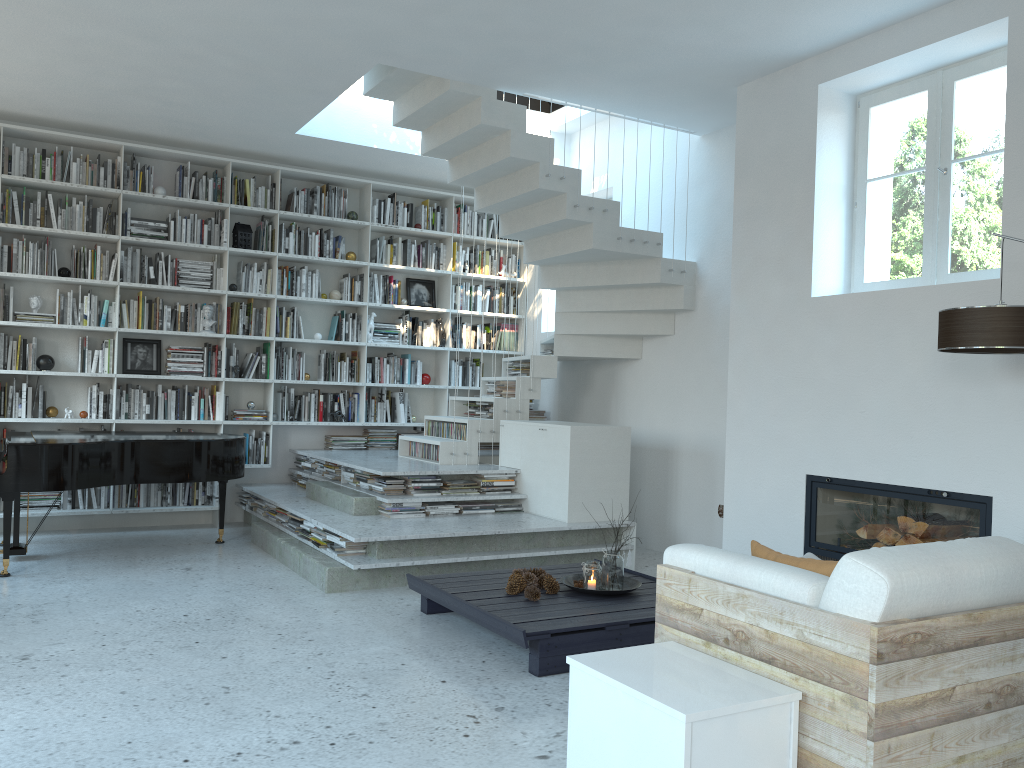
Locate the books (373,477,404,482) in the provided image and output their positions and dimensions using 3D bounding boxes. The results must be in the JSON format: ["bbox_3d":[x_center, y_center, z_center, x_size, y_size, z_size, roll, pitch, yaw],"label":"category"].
[{"bbox_3d":[-0.887,0.688,6.376,0.149,0.014,0.228,2,-1,-32],"label":"books"}]

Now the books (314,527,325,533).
[{"bbox_3d":[-1.188,0.963,5.865,0.175,0.006,0.251,2,-1,-30],"label":"books"}]

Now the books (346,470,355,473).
[{"bbox_3d":[-1.181,0.676,6.879,0.145,0.017,0.208,2,-1,-35],"label":"books"}]

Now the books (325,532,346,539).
[{"bbox_3d":[-1.045,0.950,5.596,0.176,0.010,0.266,2,-1,-34],"label":"books"}]

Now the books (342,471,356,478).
[{"bbox_3d":[-1.191,0.698,6.874,0.174,0.029,0.250,2,-1,-32],"label":"books"}]

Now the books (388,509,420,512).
[{"bbox_3d":[-0.771,0.871,6.187,0.210,0.012,0.168,2,-1,-26],"label":"books"}]

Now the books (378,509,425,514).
[{"bbox_3d":[-0.774,0.885,6.193,0.285,0.008,0.159,2,-1,-32],"label":"books"}]

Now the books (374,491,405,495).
[{"bbox_3d":[-0.884,0.779,6.380,0.144,0.009,0.249,2,-1,-30],"label":"books"}]

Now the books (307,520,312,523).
[{"bbox_3d":[-1.333,0.946,6.129,0.139,0.013,0.288,2,-1,-25],"label":"books"}]

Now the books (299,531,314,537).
[{"bbox_3d":[-1.344,1.030,6.124,0.180,0.008,0.267,2,-1,-31],"label":"books"}]

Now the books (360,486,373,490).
[{"bbox_3d":[-1.032,0.773,6.614,0.142,0.020,0.230,2,-1,-25],"label":"books"}]

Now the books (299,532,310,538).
[{"bbox_3d":[-1.341,1.046,6.126,0.171,0.005,0.297,2,-1,-31],"label":"books"}]

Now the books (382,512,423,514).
[{"bbox_3d":[-0.775,0.893,6.193,0.264,0.006,0.164,2,-1,-29],"label":"books"}]

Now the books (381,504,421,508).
[{"bbox_3d":[-0.778,0.848,6.202,0.257,0.010,0.132,2,-1,-26],"label":"books"}]

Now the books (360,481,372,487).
[{"bbox_3d":[-1.030,0.742,6.615,0.155,0.028,0.189,2,-1,-29],"label":"books"}]

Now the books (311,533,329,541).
[{"bbox_3d":[-1.198,1.005,5.860,0.191,0.015,0.246,2,-1,-29],"label":"books"}]

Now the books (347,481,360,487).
[{"bbox_3d":[-1.181,0.773,6.881,0.132,0.016,0.262,2,-1,-25],"label":"books"}]

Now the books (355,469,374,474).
[{"bbox_3d":[-1.049,0.647,6.602,0.189,0.022,0.237,2,-1,-25],"label":"books"}]

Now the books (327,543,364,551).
[{"bbox_3d":[-1.052,1.024,5.594,0.187,0.017,0.205,2,-1,-25],"label":"books"}]

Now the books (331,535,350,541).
[{"bbox_3d":[-1.040,0.963,5.600,0.165,0.015,0.243,2,-1,-26],"label":"books"}]

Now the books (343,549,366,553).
[{"bbox_3d":[-1.021,1.041,5.612,0.132,0.014,0.205,2,-1,-30],"label":"books"}]

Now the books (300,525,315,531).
[{"bbox_3d":[-1.345,0.988,6.123,0.180,0.017,0.182,2,-1,-33],"label":"books"}]

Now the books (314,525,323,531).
[{"bbox_3d":[-1.196,0.946,5.860,0.178,0.010,0.196,2,-1,-25],"label":"books"}]

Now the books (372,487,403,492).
[{"bbox_3d":[-0.892,0.753,6.375,0.152,0.015,0.208,2,-1,-33],"label":"books"}]

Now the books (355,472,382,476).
[{"bbox_3d":[-1.037,0.670,6.609,0.171,0.007,0.260,2,-1,-32],"label":"books"}]

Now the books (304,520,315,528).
[{"bbox_3d":[-1.331,0.966,6.130,0.141,0.028,0.222,2,-1,-35],"label":"books"}]

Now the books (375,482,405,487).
[{"bbox_3d":[-0.881,0.721,6.380,0.137,0.012,0.242,2,-1,-29],"label":"books"}]

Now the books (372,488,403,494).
[{"bbox_3d":[-0.897,0.767,6.372,0.161,0.014,0.212,2,-1,-26],"label":"books"}]

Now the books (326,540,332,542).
[{"bbox_3d":[-1.181,1.020,5.871,0.154,0.014,0.196,2,-1,-30],"label":"books"}]

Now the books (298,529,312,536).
[{"bbox_3d":[-1.349,1.019,6.121,0.189,0.013,0.215,2,-1,-32],"label":"books"}]

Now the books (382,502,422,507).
[{"bbox_3d":[-0.771,0.830,6.190,0.234,0.025,0.157,2,-1,-35],"label":"books"}]

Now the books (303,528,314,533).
[{"bbox_3d":[-1.343,1.000,6.124,0.171,0.007,0.260,2,-1,-27],"label":"books"}]

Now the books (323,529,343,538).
[{"bbox_3d":[-1.051,0.938,5.593,0.192,0.014,0.256,2,-1,-34],"label":"books"}]

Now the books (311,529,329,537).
[{"bbox_3d":[-1.196,0.981,5.861,0.168,0.013,0.281,2,-1,-35],"label":"books"}]

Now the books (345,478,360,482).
[{"bbox_3d":[-1.187,0.740,6.877,0.167,0.024,0.192,2,-1,-29],"label":"books"}]

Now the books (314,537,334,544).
[{"bbox_3d":[-1.189,1.030,5.867,0.170,0.006,0.268,2,-1,-30],"label":"books"}]

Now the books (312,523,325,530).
[{"bbox_3d":[-1.196,0.933,5.860,0.182,0.016,0.256,2,-1,-27],"label":"books"}]

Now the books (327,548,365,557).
[{"bbox_3d":[-1.048,1.056,5.597,0.184,0.017,0.230,2,-1,-28],"label":"books"}]

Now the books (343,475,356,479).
[{"bbox_3d":[-1.196,0.720,6.871,0.178,0.015,0.187,2,-1,-25],"label":"books"}]

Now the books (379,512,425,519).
[{"bbox_3d":[-0.765,0.907,6.176,0.262,0.023,0.200,2,-1,-32],"label":"books"}]

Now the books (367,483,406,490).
[{"bbox_3d":[-0.903,0.733,6.368,0.185,0.014,0.297,2,-1,-31],"label":"books"}]

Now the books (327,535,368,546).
[{"bbox_3d":[-1.040,0.984,5.600,0.156,0.027,0.287,2,-1,-35],"label":"books"}]

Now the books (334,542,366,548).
[{"bbox_3d":[-1.024,1.007,5.610,0.137,0.019,0.224,2,-1,-29],"label":"books"}]

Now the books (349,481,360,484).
[{"bbox_3d":[-1.172,0.759,6.886,0.136,0.013,0.258,2,-1,-30],"label":"books"}]

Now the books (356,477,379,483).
[{"bbox_3d":[-1.037,0.714,6.610,0.177,0.026,0.230,2,-1,-30],"label":"books"}]

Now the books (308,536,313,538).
[{"bbox_3d":[-1.339,1.038,6.127,0.159,0.009,0.275,2,-1,-27],"label":"books"}]

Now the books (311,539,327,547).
[{"bbox_3d":[-1.196,1.043,5.862,0.178,0.009,0.276,2,-1,-32],"label":"books"}]

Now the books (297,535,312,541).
[{"bbox_3d":[-1.355,1.058,6.118,0.193,0.005,0.224,2,-1,-34],"label":"books"}]

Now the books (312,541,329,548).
[{"bbox_3d":[-1.206,1.054,5.857,0.191,0.016,0.209,2,-1,-25],"label":"books"}]

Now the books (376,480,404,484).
[{"bbox_3d":[-0.884,0.699,6.378,0.132,0.009,0.269,2,-1,-26],"label":"books"}]

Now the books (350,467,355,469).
[{"bbox_3d":[-1.174,0.646,6.882,0.134,0.014,0.181,2,-1,-25],"label":"books"}]

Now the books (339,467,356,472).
[{"bbox_3d":[-1.201,0.659,6.867,0.192,0.014,0.256,2,-1,-34],"label":"books"}]

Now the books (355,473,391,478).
[{"bbox_3d":[-1.038,0.680,6.609,0.168,0.013,0.281,2,-1,-33],"label":"books"}]

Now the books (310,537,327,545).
[{"bbox_3d":[-1.202,1.035,5.859,0.191,0.006,0.275,2,-1,-28],"label":"books"}]

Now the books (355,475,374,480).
[{"bbox_3d":[-1.041,0.697,6.608,0.187,0.009,0.250,2,-1,-30],"label":"books"}]

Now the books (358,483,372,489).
[{"bbox_3d":[-1.035,0.759,6.612,0.154,0.007,0.292,2,-1,-27],"label":"books"}]

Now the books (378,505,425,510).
[{"bbox_3d":[-0.772,0.859,6.191,0.292,0.012,0.159,2,-1,-27],"label":"books"}]

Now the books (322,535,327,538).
[{"bbox_3d":[-1.187,0.996,5.867,0.150,0.004,0.290,2,-1,-26],"label":"books"}]
